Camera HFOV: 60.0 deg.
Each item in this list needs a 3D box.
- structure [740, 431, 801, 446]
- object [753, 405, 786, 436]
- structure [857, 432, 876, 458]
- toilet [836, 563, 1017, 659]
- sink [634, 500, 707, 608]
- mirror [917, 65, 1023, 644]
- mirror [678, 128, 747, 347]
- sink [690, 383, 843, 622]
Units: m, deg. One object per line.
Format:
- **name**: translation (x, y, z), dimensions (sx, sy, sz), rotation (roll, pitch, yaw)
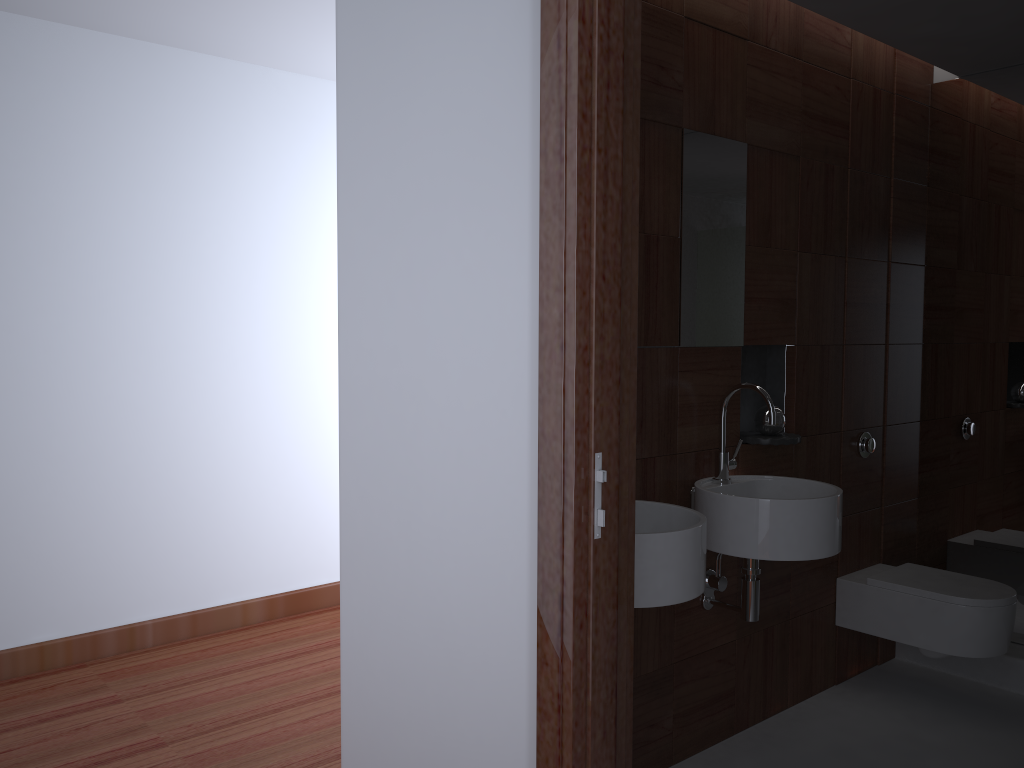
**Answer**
- **structure**: translation (0.843, 0.179, 2.940), dimensions (0.222, 0.023, 0.220), rotation (3, 4, 39)
- **object**: translation (0.379, 0.142, 2.519), dimensions (1.350, 0.104, 0.104), rotation (-3, 4, -41)
- **structure**: translation (1.342, 0.231, 3.343), dimensions (0.098, 0.098, 0.034), rotation (-3, 4, -41)
- **toilet**: translation (1.499, 0.840, 3.180), dimensions (0.329, 0.284, 0.547), rotation (-3, 4, -41)
- **sink**: translation (0.264, 0.379, 2.175), dimensions (0.415, 0.715, 0.417), rotation (-3, 4, -41)
- **mirror**: translation (2.157, -0.084, 3.092), dimensions (0.019, 2.183, 1.433), rotation (-3, 4, -41)
- **mirror**: translation (0.614, -0.432, 2.700), dimensions (0.316, 0.635, 0.010), rotation (-3, 4, -41)
- **sink**: translation (0.742, 0.356, 2.587), dimensions (0.415, 0.715, 0.417), rotation (-3, 4, -41)
